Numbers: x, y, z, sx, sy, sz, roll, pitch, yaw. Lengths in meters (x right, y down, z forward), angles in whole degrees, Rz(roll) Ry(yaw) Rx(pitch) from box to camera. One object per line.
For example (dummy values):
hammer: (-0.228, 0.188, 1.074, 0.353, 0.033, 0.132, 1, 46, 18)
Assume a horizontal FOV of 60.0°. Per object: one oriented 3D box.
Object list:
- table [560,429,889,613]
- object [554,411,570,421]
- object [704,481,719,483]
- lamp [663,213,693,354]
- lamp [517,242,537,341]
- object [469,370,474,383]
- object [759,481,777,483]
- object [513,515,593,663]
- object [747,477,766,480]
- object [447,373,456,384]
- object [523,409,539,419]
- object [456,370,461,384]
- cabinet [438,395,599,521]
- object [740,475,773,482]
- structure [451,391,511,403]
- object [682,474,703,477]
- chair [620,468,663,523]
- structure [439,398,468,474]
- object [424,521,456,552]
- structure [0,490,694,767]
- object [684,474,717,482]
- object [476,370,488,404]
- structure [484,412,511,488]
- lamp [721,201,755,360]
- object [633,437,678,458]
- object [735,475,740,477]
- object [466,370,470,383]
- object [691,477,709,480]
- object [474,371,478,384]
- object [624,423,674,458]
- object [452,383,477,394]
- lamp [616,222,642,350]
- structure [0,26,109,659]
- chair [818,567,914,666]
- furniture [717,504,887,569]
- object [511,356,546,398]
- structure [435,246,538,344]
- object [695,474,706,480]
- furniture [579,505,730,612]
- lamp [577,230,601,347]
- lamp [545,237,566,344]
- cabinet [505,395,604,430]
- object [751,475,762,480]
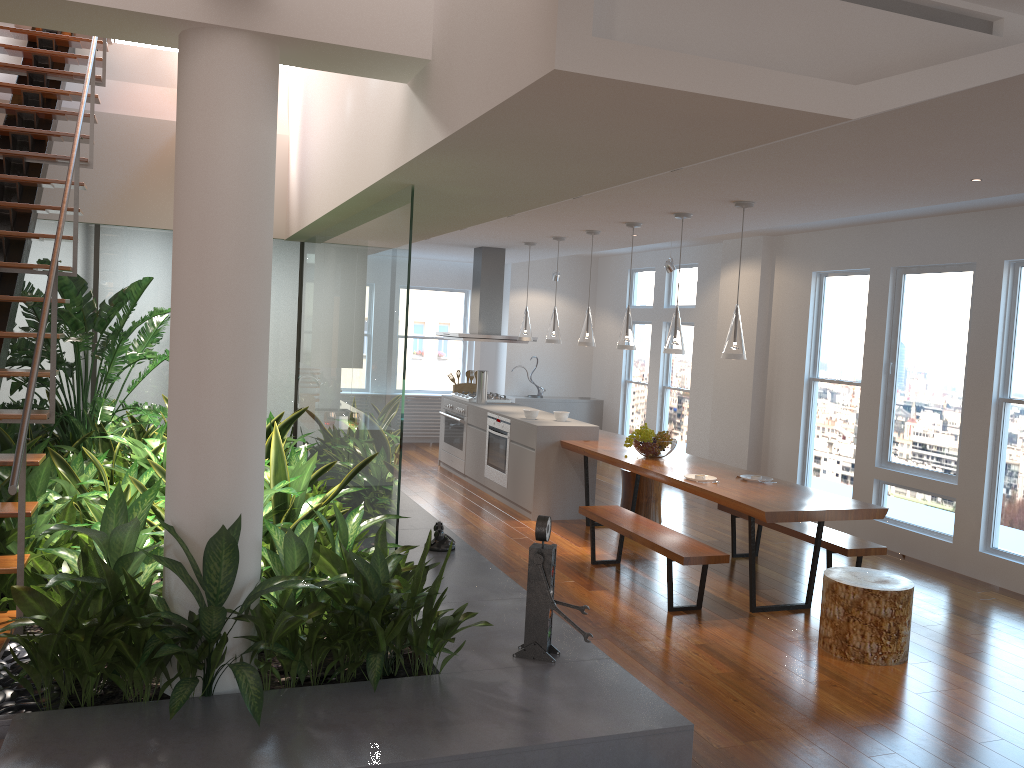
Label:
table: (0.757, 0.848, 7.960, 0.893, 0.704, 5.996, 2, 4, -21)
object: (0.453, 0.298, 8.139, 0.152, 0.082, 0.152, 5, 4, 30)
object: (1.308, 0.652, 5.873, 0.149, 0.014, 0.044, 2, 4, -22)
lamp: (1.186, -0.744, 6.298, 0.160, 1.060, 0.160, 3, 4, 6)
lamp: (0.160, -0.970, 8.993, 0.160, 1.060, 0.160, 3, 4, 6)
object: (-0.476, -0.011, 10.373, 0.057, 0.299, 0.019, 2, 4, -21)
object: (1.734, 0.661, 6.015, 0.158, 0.017, 0.019, 1, 4, -26)
object: (0.181, 0.803, 3.476, 0.318, 0.565, 0.134, 4, 4, 15)
object: (1.683, 0.658, 6.109, 0.124, 0.011, 0.124, 0, 5, -39)
object: (-0.660, -0.001, 10.322, 0.199, 0.259, 0.016, 2, 4, -11)
object: (0.176, 0.282, 8.165, 0.152, 0.082, 0.152, 4, 4, 18)
object: (-0.626, -0.018, 10.336, 0.055, 0.299, 0.027, 2, 4, -21)
cabinet: (-0.047, 0.666, 9.138, 0.597, 0.832, 2.936, 2, 4, -21)
object: (1.684, 0.653, 6.109, 0.222, 0.020, 0.222, 1, 4, -29)
structure: (-0.348, 0.145, 9.967, 0.520, 0.073, 0.650, 2, 4, -21)
object: (1.240, 0.629, 6.104, 0.158, 0.017, 0.019, 2, 4, -16)
chair: (1.165, 0.998, 7.991, 0.396, 0.455, 0.402, 1, 4, -31)
structure: (-0.406, 0.569, 9.968, 0.649, 0.735, 0.890, 2, 4, -21)
object: (-0.424, 0.870, 5.094, 0.181, 0.155, 0.216, 5, 4, 34)
structure: (-1.622, 1.116, 4.470, 3.088, 0.386, 5.584, 2, 4, -21)
object: (1.273, 0.638, 6.003, 0.222, 0.020, 0.222, 4, 4, 19)
object: (-0.311, 0.035, 9.480, 0.120, 0.356, 0.172, 5, 4, 27)
structure: (-0.134, 0.629, 8.561, 0.072, 0.648, 0.644, 2, 4, -21)
lamp: (1.442, -0.688, 5.625, 0.160, 1.060, 0.160, 3, 4, 6)
object: (1.115, 0.505, 6.978, 0.360, 0.159, 0.360, 5, 4, 32)
object: (1.632, 0.647, 6.221, 0.149, 0.014, 0.044, 2, 4, -20)
object: (-0.515, -0.014, 10.379, 0.061, 0.299, 0.040, 2, 4, -23)
object: (1.273, 0.642, 6.003, 0.124, 0.011, 0.124, 3, 4, 0)
object: (-0.417, -0.009, 10.398, 0.068, 0.298, 0.039, 2, 4, -21)
object: (1.090, 0.440, 6.978, 0.292, 0.284, 0.394, 5, 4, 33)
object: (-0.516, 0.066, 10.374, 0.353, 0.157, 0.084, 2, 4, -21)
lamp: (0.929, -0.801, 6.972, 0.160, 1.060, 0.160, 3, 4, 6)
structure: (-1.943, -1.020, 4.880, 2.552, 4.265, 4.591, 2, 4, -21)
chair: (1.934, 1.259, 4.855, 0.460, 0.400, 0.460, 2, 4, -11)
furniture: (1.994, 1.180, 6.308, 0.316, 0.389, 1.433, 2, 4, -21)
object: (0.253, -0.098, 11.987, 0.210, 0.563, 0.590, 6, 5, 40)
structure: (-0.264, -1.179, 9.858, 0.909, 1.405, 0.900, 2, 4, -21)
object: (1.273, 0.632, 6.002, 0.079, 0.030, 0.070, 5, 4, 32)
furniture: (0.880, 1.147, 5.881, 0.316, 0.389, 1.433, 2, 4, -21)
lamp: (0.673, -0.857, 7.646, 0.160, 1.060, 0.160, 3, 4, 6)
lamp: (0.416, -0.913, 8.319, 0.160, 1.060, 0.160, 3, 4, 6)
cabinet: (0.562, 0.551, 12.206, 1.309, 0.725, 0.420, 2, 4, -21)
object: (1.684, 0.647, 6.109, 0.079, 0.030, 0.070, 5, 4, 22)
